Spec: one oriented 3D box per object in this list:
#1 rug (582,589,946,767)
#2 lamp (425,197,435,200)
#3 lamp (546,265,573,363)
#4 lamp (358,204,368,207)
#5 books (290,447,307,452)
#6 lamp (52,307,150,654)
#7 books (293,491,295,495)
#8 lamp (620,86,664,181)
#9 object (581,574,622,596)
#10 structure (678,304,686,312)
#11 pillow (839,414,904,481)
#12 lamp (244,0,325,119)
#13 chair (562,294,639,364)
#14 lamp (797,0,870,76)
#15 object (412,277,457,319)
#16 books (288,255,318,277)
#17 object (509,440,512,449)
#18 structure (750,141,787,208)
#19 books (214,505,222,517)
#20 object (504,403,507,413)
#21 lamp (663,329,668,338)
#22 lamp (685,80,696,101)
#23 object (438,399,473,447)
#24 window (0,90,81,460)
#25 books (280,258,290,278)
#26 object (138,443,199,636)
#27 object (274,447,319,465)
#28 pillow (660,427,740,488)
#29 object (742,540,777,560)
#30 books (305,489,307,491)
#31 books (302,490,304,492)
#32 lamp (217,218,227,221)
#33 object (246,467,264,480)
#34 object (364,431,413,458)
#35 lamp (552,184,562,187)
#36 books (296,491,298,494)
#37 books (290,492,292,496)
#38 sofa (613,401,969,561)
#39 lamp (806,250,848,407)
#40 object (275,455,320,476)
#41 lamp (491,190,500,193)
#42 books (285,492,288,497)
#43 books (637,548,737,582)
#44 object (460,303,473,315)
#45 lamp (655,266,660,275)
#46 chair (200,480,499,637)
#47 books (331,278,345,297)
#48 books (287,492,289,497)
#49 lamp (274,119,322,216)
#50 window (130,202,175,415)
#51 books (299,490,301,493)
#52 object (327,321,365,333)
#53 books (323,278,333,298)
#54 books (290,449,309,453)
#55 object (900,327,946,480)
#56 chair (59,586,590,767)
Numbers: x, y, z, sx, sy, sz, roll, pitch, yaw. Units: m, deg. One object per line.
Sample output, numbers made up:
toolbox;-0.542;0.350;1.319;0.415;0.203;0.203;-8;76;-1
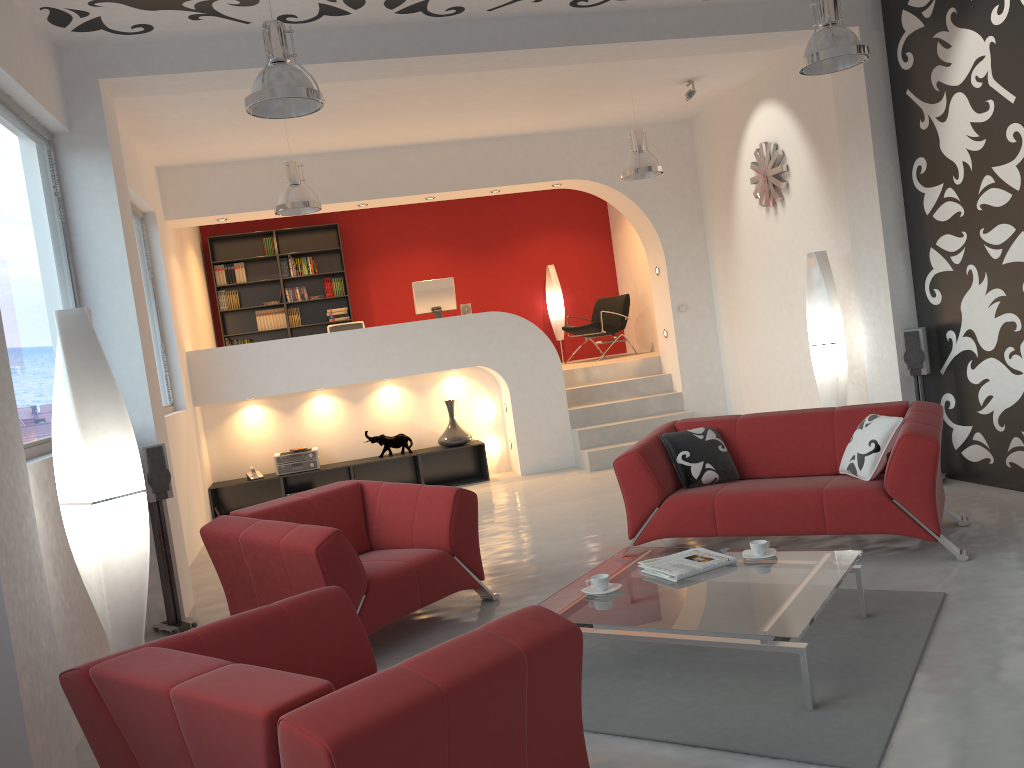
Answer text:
rug;0.836;1.138;3.834;1.700;0.025;1.700;-6;4;33
lamp;-0.852;-1.937;9.252;0.105;0.011;0.105;-9;3;-23
lamp;0.616;-0.962;12.205;0.237;1.349;0.237;-8;3;-4
lamp;-1.529;-1.835;9.106;0.105;0.011;0.105;-9;3;-23
books;-2.165;0.665;8.991;0.135;0.015;0.190;-9;3;-27
lamp;-1.553;0.597;3.424;0.313;1.779;0.313;-9;3;-20
books;-2.176;1.182;8.944;0.031;0.190;0.135;-9;3;-12
lamp;1.105;-2.248;7.875;0.379;0.800;0.379;-11;4;-41
object;0.390;0.872;3.864;0.153;0.069;0.153;-5;4;44
structure;1.845;-0.820;9.603;0.080;0.080;0.016;-9;3;-12
pillow;2.048;0.357;5.066;0.288;0.343;0.402;-8;3;-5
lamp;-1.163;-1.744;4.317;0.379;0.800;0.379;-7;3;17
chair;1.112;-0.716;11.518;0.768;0.795;0.664;-10;4;-37
lamp;1.747;-2.182;4.945;0.379;0.800;0.379;-9;3;-19
object;-0.841;-0.912;9.692;0.458;0.452;0.230;-9;3;-12
books;-2.715;-1.540;11.528;0.341;0.286;0.231;-9;3;-12
object;-0.017;0.655;9.560;0.011;0.105;0.105;-9;3;-12
structure;2.341;-1.920;8.143;0.090;0.596;0.596;-9;3;-12
books;-2.902;1.297;8.788;0.063;0.187;0.135;-9;3;-12
object;-0.073;0.259;9.539;0.011;0.105;0.105;-9;3;-12
lamp;1.703;-0.560;9.842;0.011;0.105;0.105;-9;3;-12
lamp;1.602;-2.632;7.964;0.112;0.176;0.118;-6;3;30
object;-0.623;0.409;9.342;0.369;0.481;0.369;-5;4;43
window;-2.373;-0.547;4.086;0.100;1.800;2.400;-9;3;-12
books;-2.947;-1.491;11.502;0.090;0.256;0.181;-9;3;-12
object;-2.076;0.911;5.246;0.229;1.112;0.214;-5;4;43
object;-2.189;0.729;9.010;0.430;0.077;0.349;-9;3;-12
pillow;1.174;0.453;5.537;0.402;0.343;0.288;-9;3;-20
object;1.131;0.758;4.062;0.153;0.069;0.153;-7;3;14
books;-2.060;1.164;8.969;0.031;0.190;0.135;-9;3;-12
books;-2.089;1.169;8.963;0.031;0.190;0.135;-9;3;-12
lamp;-2.883;-1.631;8.814;0.105;0.011;0.105;-8;3;-8
object;-2.570;0.881;8.842;0.130;0.117;0.146;-10;4;-37
object;-1.288;0.602;9.225;0.507;0.296;0.191;-8;3;4
lamp;0.483;-2.138;9.540;0.105;0.011;0.105;-9;3;-23
books;-2.147;1.177;8.950;0.031;0.190;0.135;-9;3;-12
books;-2.205;1.186;8.938;0.031;0.190;0.135;-9;3;-12
sofa;1.620;0.582;5.315;1.929;0.738;0.951;-6;3;28
lamp;2.524;-0.161;7.040;0.313;1.779;0.313;-8;3;-4
object;-2.174;0.826;9.008;0.430;0.100;0.365;-9;3;-12
lamp;-0.175;-2.039;9.398;0.105;0.011;0.105;-9;3;-23
books;-2.248;1.193;8.929;0.031;0.190;0.135;-9;3;-12
books;0.796;0.822;4.059;0.367;0.035;0.345;-9;3;-22
object;-0.512;-0.810;9.818;0.133;0.147;0.151;-10;3;-29
lamp;1.607;-1.251;9.806;0.011;0.105;0.105;-9;3;-12
chair;-0.846;0.956;4.729;0.951;0.738;1.288;-6;4;38
books;-2.289;-1.262;11.651;0.146;0.240;0.170;-9;3;-12
books;-2.234;1.191;8.932;0.031;0.190;0.135;-9;3;-12
lamp;-1.805;-1.810;7.247;0.379;0.800;0.379;-11;4;-41
window;-2.972;-0.609;6.820;0.100;1.800;2.400;-9;3;-12
books;-2.118;1.173;8.957;0.031;0.190;0.135;-9;3;-12
object;-1.790;-0.546;9.575;0.397;0.217;0.458;-9;3;-12
books;-2.407;-1.253;11.626;0.090;0.256;0.181;-9;3;-12
books;-2.157;0.679;8.983;0.135;0.015;0.190;-10;4;-32
object;2.927;0.157;6.334;0.214;1.112;0.229;-6;4;33
chair;-0.484;1.024;2.497;1.288;0.738;0.951;-6;4;38
